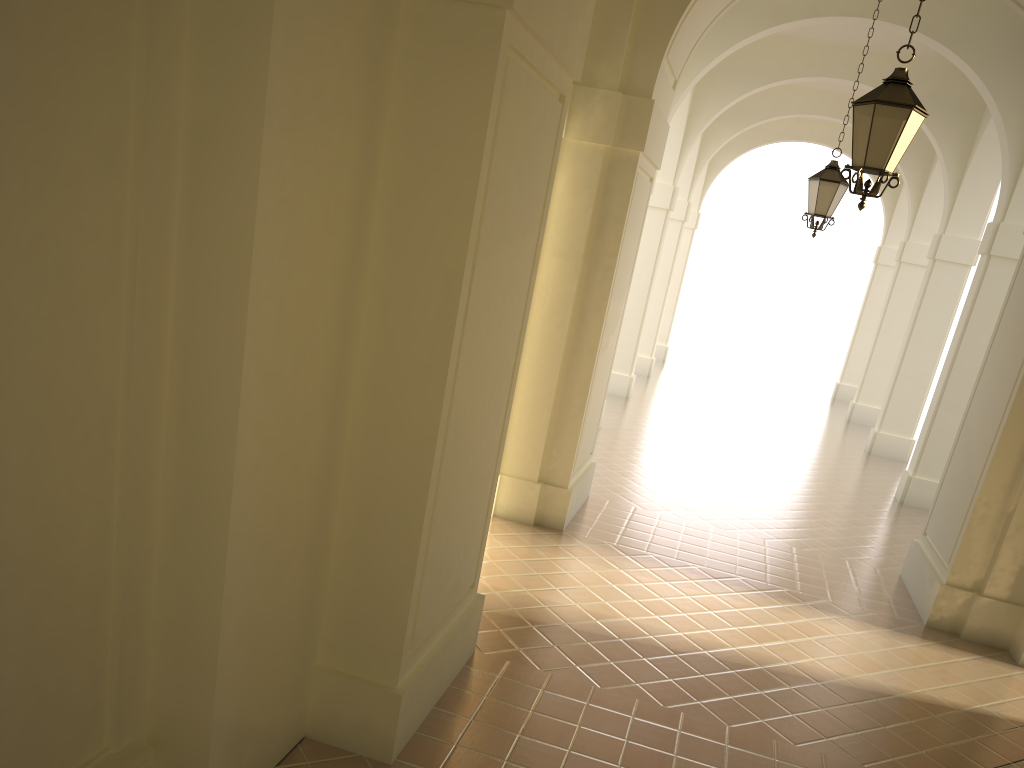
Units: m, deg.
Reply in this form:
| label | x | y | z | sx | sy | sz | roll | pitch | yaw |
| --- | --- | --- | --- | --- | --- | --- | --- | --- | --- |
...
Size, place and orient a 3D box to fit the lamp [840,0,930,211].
| label | x | y | z | sx | sy | sz | roll | pitch | yaw |
| --- | --- | --- | --- | --- | --- | --- | --- | --- | --- |
| lamp | 2.693 | -2.810 | 5.497 | 0.444 | 3.462 | 0.485 | 5 | 18 | -17 |

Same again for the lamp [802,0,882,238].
| label | x | y | z | sx | sy | sz | roll | pitch | yaw |
| --- | --- | --- | --- | --- | --- | --- | --- | --- | --- |
| lamp | 3.985 | -3.406 | 10.191 | 0.506 | 3.462 | 0.426 | 14 | 18 | 12 |
